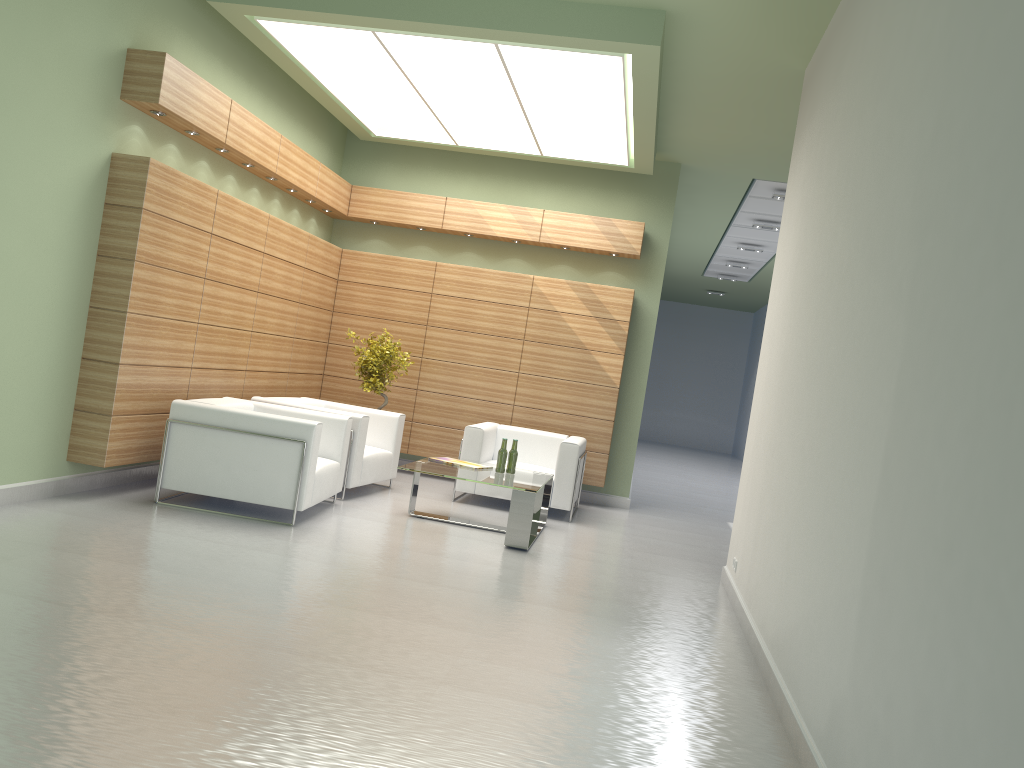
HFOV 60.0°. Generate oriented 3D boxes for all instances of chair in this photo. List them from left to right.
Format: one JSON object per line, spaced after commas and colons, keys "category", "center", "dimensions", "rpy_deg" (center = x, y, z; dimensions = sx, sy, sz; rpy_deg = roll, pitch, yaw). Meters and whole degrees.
{"category": "chair", "center": [-3.159, 0.916, 11.218], "dimensions": [1.802, 1.234, 1.894], "rpy_deg": [9, 1, 3]}
{"category": "chair", "center": [-2.811, 0.936, 13.516], "dimensions": [1.769, 1.234, 1.894], "rpy_deg": [9, 1, 13]}
{"category": "chair", "center": [0.186, 1.387, 14.537], "dimensions": [1.894, 1.234, 1.802], "rpy_deg": [9, 1, 8]}

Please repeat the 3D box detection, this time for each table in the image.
{"category": "table", "center": [-0.467, 1.545, 12.036], "dimensions": [1.783, 0.742, 2.197], "rpy_deg": [9, 1, 8]}

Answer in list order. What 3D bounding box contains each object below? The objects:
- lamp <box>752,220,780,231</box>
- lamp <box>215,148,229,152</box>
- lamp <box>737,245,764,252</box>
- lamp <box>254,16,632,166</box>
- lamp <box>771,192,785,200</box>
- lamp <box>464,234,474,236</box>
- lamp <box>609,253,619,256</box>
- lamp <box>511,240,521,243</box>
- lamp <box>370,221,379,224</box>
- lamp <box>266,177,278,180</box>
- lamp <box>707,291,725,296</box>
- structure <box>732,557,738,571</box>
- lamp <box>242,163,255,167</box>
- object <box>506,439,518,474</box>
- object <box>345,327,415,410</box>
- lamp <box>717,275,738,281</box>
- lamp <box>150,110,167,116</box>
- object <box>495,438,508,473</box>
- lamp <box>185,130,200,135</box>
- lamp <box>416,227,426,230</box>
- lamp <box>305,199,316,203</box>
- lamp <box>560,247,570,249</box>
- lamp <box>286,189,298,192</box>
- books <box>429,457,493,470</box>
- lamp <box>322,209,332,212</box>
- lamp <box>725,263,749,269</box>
{"category": "lamp", "center": [5.781, -3.593, 20.048], "dimensions": [0.657, 0.159, 0.286], "rpy_deg": [9, 1, 8]}
{"category": "lamp", "center": [-3.902, -3.178, 11.960], "dimensions": [0.181, 0.074, 0.181], "rpy_deg": [9, 1, -9]}
{"category": "lamp", "center": [6.236, -3.569, 23.204], "dimensions": [0.657, 0.159, 0.286], "rpy_deg": [9, 1, 8]}
{"category": "lamp", "center": [-0.554, -4.280, 13.084], "dimensions": [4.571, 0.325, 5.060], "rpy_deg": [9, 1, 8]}
{"category": "lamp", "center": [5.345, -3.616, 17.028], "dimensions": [0.657, 0.159, 0.286], "rpy_deg": [9, 1, 8]}
{"category": "lamp", "center": [-0.787, -2.757, 16.267], "dimensions": [0.181, 0.074, 0.181], "rpy_deg": [8, 1, -31]}
{"category": "lamp", "center": [1.833, -2.345, 15.886], "dimensions": [0.181, 0.074, 0.181], "rpy_deg": [9, 1, 3]}
{"category": "lamp", "center": [0.084, -2.620, 16.140], "dimensions": [0.181, 0.074, 0.181], "rpy_deg": [9, 1, 3]}
{"category": "lamp", "center": [-2.555, -3.036, 16.524], "dimensions": [0.181, 0.074, 0.181], "rpy_deg": [9, 1, 3]}
{"category": "lamp", "center": [-3.671, -3.165, 13.560], "dimensions": [0.181, 0.074, 0.181], "rpy_deg": [9, 1, -9]}
{"category": "lamp", "center": [7.755, -3.488, 33.740], "dimensions": [0.657, 0.159, 0.286], "rpy_deg": [9, 1, 8]}
{"category": "structure", "center": [2.551, 2.060, 10.146], "dimensions": [0.017, 0.118, 0.262], "rpy_deg": [9, 1, 8]}
{"category": "lamp", "center": [-3.787, -3.172, 12.754], "dimensions": [0.181, 0.074, 0.181], "rpy_deg": [9, 1, -20]}
{"category": "object", "center": [0.013, 0.999, 12.225], "dimensions": [0.131, 0.475, 0.131], "rpy_deg": [8, 1, -27]}
{"category": "object", "center": [-2.433, 0.289, 15.118], "dimensions": [1.201, 2.565, 1.116], "rpy_deg": [8, 1, -24]}
{"category": "lamp", "center": [7.118, -3.522, 29.322], "dimensions": [0.657, 0.159, 0.286], "rpy_deg": [9, 1, 8]}
{"category": "lamp", "center": [-4.132, -3.190, 10.368], "dimensions": [0.181, 0.074, 0.181], "rpy_deg": [9, 1, -20]}
{"category": "object", "center": [-0.130, 0.978, 12.123], "dimensions": [0.131, 0.475, 0.131], "rpy_deg": [8, 1, -27]}
{"category": "lamp", "center": [-4.018, -3.184, 11.156], "dimensions": [0.181, 0.074, 0.181], "rpy_deg": [9, 1, -9]}
{"category": "lamp", "center": [-1.677, -2.897, 16.396], "dimensions": [0.181, 0.074, 0.181], "rpy_deg": [9, 1, 3]}
{"category": "lamp", "center": [-3.440, -3.153, 15.162], "dimensions": [0.181, 0.074, 0.181], "rpy_deg": [9, 1, -20]}
{"category": "lamp", "center": [0.967, -2.481, 16.012], "dimensions": [0.181, 0.074, 0.181], "rpy_deg": [8, 1, -31]}
{"category": "lamp", "center": [-3.557, -3.159, 14.350], "dimensions": [0.181, 0.074, 0.181], "rpy_deg": [9, 1, -9]}
{"category": "books", "center": [-0.716, 1.110, 12.430], "dimensions": [0.762, 0.025, 0.508], "rpy_deg": [9, 1, 28]}
{"category": "lamp", "center": [-3.325, -3.147, 15.962], "dimensions": [0.181, 0.074, 0.181], "rpy_deg": [9, 1, -9]}
{"category": "lamp", "center": [6.683, -3.545, 26.306], "dimensions": [0.657, 0.159, 0.286], "rpy_deg": [9, 1, 8]}
